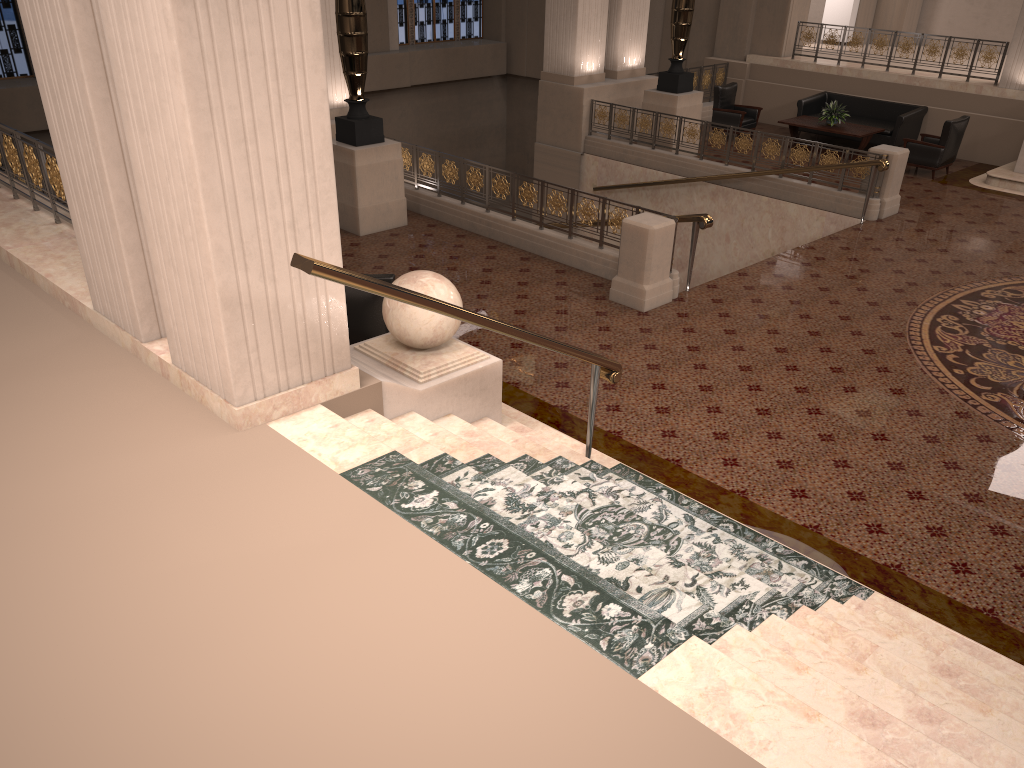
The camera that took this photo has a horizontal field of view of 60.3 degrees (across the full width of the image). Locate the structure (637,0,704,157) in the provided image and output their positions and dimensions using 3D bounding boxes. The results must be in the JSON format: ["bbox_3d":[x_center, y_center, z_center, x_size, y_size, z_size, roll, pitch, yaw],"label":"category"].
[{"bbox_3d":[2.532,-4.960,13.485,0.684,2.935,0.681,-25,40,-37],"label":"structure"}]

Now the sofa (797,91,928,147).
[{"bbox_3d":[5.863,-4.429,14.975,0.854,0.745,1.871,-25,38,-39],"label":"sofa"}]

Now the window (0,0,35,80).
[{"bbox_3d":[-9.215,-7.258,12.813,2.918,5.640,0.067,-24,39,-36],"label":"window"}]

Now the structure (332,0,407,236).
[{"bbox_3d":[-1.738,-3.208,9.981,0.684,2.935,0.681,-25,40,-37],"label":"structure"}]

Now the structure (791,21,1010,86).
[{"bbox_3d":[6.427,-5.637,14.928,3.596,0.659,0.031,26,39,38],"label":"structure"}]

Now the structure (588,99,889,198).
[{"bbox_3d":[2.952,-3.426,12.573,4.808,0.566,0.077,25,38,37],"label":"structure"}]

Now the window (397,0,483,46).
[{"bbox_3d":[-1.737,-10.326,18.950,2.918,5.640,0.067,-24,39,-36],"label":"window"}]

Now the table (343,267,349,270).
[{"bbox_3d":[-2.281,-0.966,8.362,0.819,0.459,1.436,-24,38,-39],"label":"table"}]

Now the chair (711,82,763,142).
[{"bbox_3d":[3.867,-4.711,15.261,0.701,0.888,0.629,24,37,34],"label":"chair"}]

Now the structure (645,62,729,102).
[{"bbox_3d":[3.175,-5.404,16.066,2.477,0.689,0.031,-22,38,-37],"label":"structure"}]

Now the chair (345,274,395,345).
[{"bbox_3d":[-1.212,-0.593,7.261,0.647,0.888,0.682,4,30,5],"label":"chair"}]

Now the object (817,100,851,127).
[{"bbox_3d":[5.209,-4.395,14.264,0.501,0.396,0.499,-5,30,-11],"label":"object"}]

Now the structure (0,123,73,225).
[{"bbox_3d":[-3.553,-1.542,6.738,3.596,0.659,0.031,26,39,38],"label":"structure"}]

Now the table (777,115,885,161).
[{"bbox_3d":[5.201,-4.036,14.502,0.819,0.459,1.436,-24,38,-39],"label":"table"}]

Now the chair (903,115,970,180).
[{"bbox_3d":[6.361,-3.605,13.298,0.632,0.888,0.698,-25,39,-38],"label":"chair"}]

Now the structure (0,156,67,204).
[{"bbox_3d":[-4.347,-2.318,9.893,2.477,0.689,0.031,-22,38,-37],"label":"structure"}]

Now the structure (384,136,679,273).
[{"bbox_3d":[-0.096,-2.175,10.071,0.077,0.566,4.803,-26,39,-38],"label":"structure"}]
